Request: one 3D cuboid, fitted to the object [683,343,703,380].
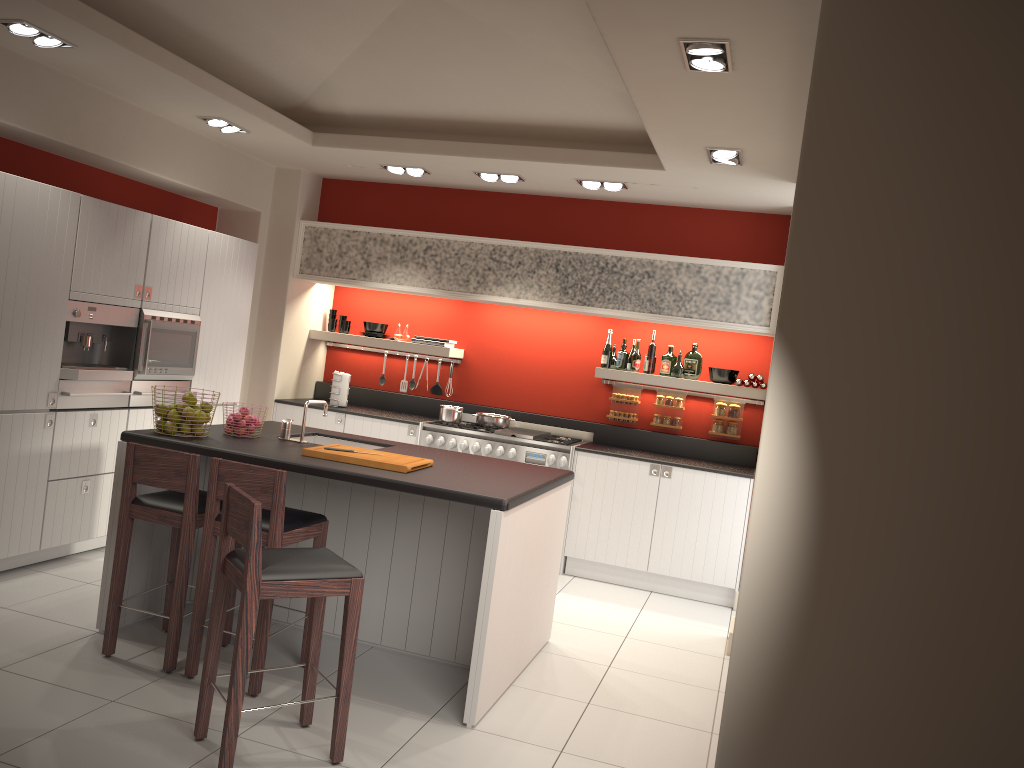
[{"bbox_3d":[1.492,-0.185,7.314,0.057,0.303,0.186,6,2,-44],"label":"object"}]

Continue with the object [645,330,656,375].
[{"bbox_3d":[1.166,-0.262,7.347,0.062,0.366,0.210,8,2,15],"label":"object"}]

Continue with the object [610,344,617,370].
[{"bbox_3d":[0.866,-0.239,7.577,0.113,0.226,0.113,6,2,-33],"label":"object"}]

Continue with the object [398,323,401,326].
[{"bbox_3d":[-1.014,-0.533,7.984,0.023,0.031,0.024,6,2,-32],"label":"object"}]

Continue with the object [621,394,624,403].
[{"bbox_3d":[0.945,0.126,7.561,0.034,0.078,0.034,9,2,37],"label":"object"}]

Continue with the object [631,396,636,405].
[{"bbox_3d":[1.025,0.139,7.498,0.034,0.078,0.034,9,2,37],"label":"object"}]

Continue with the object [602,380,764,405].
[{"bbox_3d":[1.428,0.069,7.487,1.355,0.034,0.048,8,2,16],"label":"object"}]

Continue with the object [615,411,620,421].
[{"bbox_3d":[0.894,0.270,7.534,0.034,0.078,0.034,9,2,37],"label":"object"}]

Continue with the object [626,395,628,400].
[{"bbox_3d":[0.983,0.131,7.550,0.034,0.078,0.034,9,2,37],"label":"object"}]

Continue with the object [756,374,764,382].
[{"bbox_3d":[1.984,-0.046,7.083,0.062,0.062,0.366,8,2,16],"label":"object"}]

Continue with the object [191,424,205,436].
[{"bbox_3d":[-1.621,0.236,4.580,0.068,0.068,0.068,8,2,27],"label":"object"}]

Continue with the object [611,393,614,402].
[{"bbox_3d":[0.870,0.115,7.583,0.034,0.078,0.034,9,2,37],"label":"object"}]

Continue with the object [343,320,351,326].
[{"bbox_3d":[-1.510,-0.540,8.109,0.070,0.076,0.070,7,2,-13],"label":"object"}]

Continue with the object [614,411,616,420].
[{"bbox_3d":[0.888,0.267,7.576,0.034,0.078,0.034,9,2,37],"label":"object"}]

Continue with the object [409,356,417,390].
[{"bbox_3d":[-0.900,-0.100,8.131,0.067,0.323,0.022,8,2,15],"label":"object"}]

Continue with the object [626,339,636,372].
[{"bbox_3d":[1.023,-0.242,7.520,0.084,0.277,0.083,8,2,20],"label":"object"}]

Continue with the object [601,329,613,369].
[{"bbox_3d":[0.802,-0.294,7.404,0.083,0.331,0.083,7,2,-13],"label":"object"}]

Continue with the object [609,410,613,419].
[{"bbox_3d":[0.851,0.262,7.587,0.034,0.078,0.034,9,2,37],"label":"object"}]

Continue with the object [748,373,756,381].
[{"bbox_3d":[1.930,-0.054,7.122,0.062,0.062,0.366,8,2,16],"label":"object"}]

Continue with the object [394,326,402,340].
[{"bbox_3d":[-1.024,-0.458,7.986,0.076,0.131,0.077,6,2,-32],"label":"object"}]

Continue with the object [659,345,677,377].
[{"bbox_3d":[1.303,-0.190,7.358,0.071,0.260,0.112,6,2,-45],"label":"object"}]

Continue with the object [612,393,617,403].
[{"bbox_3d":[0.876,0.118,7.541,0.034,0.078,0.034,9,2,37],"label":"object"}]

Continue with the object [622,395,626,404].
[{"bbox_3d":[0.951,0.128,7.519,0.034,0.078,0.034,9,2,37],"label":"object"}]

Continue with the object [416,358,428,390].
[{"bbox_3d":[-0.806,-0.091,8.106,0.124,0.297,0.009,8,2,16],"label":"object"}]

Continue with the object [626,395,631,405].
[{"bbox_3d":[0.988,0.133,7.509,0.034,0.078,0.034,9,2,37],"label":"object"}]

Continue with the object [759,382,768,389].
[{"bbox_3d":[2.007,0.012,7.078,0.061,0.061,0.366,8,2,16],"label":"object"}]

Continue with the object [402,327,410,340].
[{"bbox_3d":[-0.962,-0.452,8.050,0.077,0.134,0.076,7,2,0],"label":"object"}]

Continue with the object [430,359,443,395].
[{"bbox_3d":[-0.668,-0.063,8.085,0.123,0.331,0.040,8,2,16],"label":"object"}]

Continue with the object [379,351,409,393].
[{"bbox_3d":[-1.083,-0.112,8.182,0.287,0.351,0.022,8,2,17],"label":"object"}]

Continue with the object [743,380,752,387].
[{"bbox_3d":[1.887,-0.005,7.110,0.062,0.062,0.366,8,2,16],"label":"object"}]

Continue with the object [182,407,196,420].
[{"bbox_3d":[-1.651,0.149,4.534,0.067,0.068,0.067,7,2,-22],"label":"object"}]

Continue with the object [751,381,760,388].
[{"bbox_3d":[1.953,0.004,7.113,0.061,0.061,0.366,8,2,16],"label":"object"}]

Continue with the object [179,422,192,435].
[{"bbox_3d":[-1.683,0.228,4.575,0.068,0.068,0.068,8,2,27],"label":"object"}]

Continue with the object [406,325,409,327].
[{"bbox_3d":[-0.950,-0.525,8.049,0.026,0.032,0.023,7,2,-2],"label":"object"}]

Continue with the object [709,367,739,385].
[{"bbox_3d":[1.726,-0.063,7.255,0.251,0.121,0.251,7,2,-2],"label":"object"}]

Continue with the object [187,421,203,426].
[{"bbox_3d":[-1.666,0.220,4.653,0.084,0.079,0.086,6,2,-29],"label":"object"}]

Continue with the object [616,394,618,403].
[{"bbox_3d":[0.907,0.121,7.572,0.034,0.078,0.034,9,2,37],"label":"object"}]

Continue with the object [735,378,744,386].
[{"bbox_3d":[1.827,-0.013,7.128,0.062,0.062,0.366,8,2,16],"label":"object"}]

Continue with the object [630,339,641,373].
[{"bbox_3d":[1.041,-0.238,7.423,0.080,0.278,0.080,8,2,19],"label":"object"}]

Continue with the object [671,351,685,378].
[{"bbox_3d":[1.356,-0.162,7.211,0.113,0.226,0.113,8,2,27],"label":"object"}]

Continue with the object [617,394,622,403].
[{"bbox_3d":[0.913,0.123,7.530,0.034,0.078,0.034,9,2,37],"label":"object"}]

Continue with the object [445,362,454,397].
[{"bbox_3d":[-0.559,-0.041,8.034,0.069,0.328,0.069,7,2,-7],"label":"object"}]

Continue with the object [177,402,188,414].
[{"bbox_3d":[-1.695,0.124,4.572,0.057,0.061,0.062,9,2,31],"label":"object"}]

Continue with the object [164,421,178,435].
[{"bbox_3d":[-1.737,0.223,4.514,0.068,0.068,0.068,8,2,27],"label":"object"}]

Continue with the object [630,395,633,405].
[{"bbox_3d":[1.020,0.137,7.539,0.034,0.078,0.034,9,2,37],"label":"object"}]

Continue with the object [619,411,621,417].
[{"bbox_3d":[0.925,0.273,7.566,0.034,0.078,0.034,9,2,37],"label":"object"}]

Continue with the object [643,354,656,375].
[{"bbox_3d":[1.165,-0.213,7.444,0.094,0.263,0.094,7,2,-18],"label":"object"}]

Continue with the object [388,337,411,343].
[{"bbox_3d":[-1.000,-0.399,8.019,0.160,0.027,0.183,9,3,44],"label":"object"}]

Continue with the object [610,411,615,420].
[{"bbox_3d":[0.857,0.264,7.545,0.034,0.078,0.034,9,2,37],"label":"object"}]

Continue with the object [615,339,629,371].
[{"bbox_3d":[0.919,-0.243,7.347,0.094,0.264,0.094,8,2,5],"label":"object"}]

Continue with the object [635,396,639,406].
[{"bbox_3d":[1.058,0.142,7.529,0.034,0.078,0.034,9,2,37],"label":"object"}]
